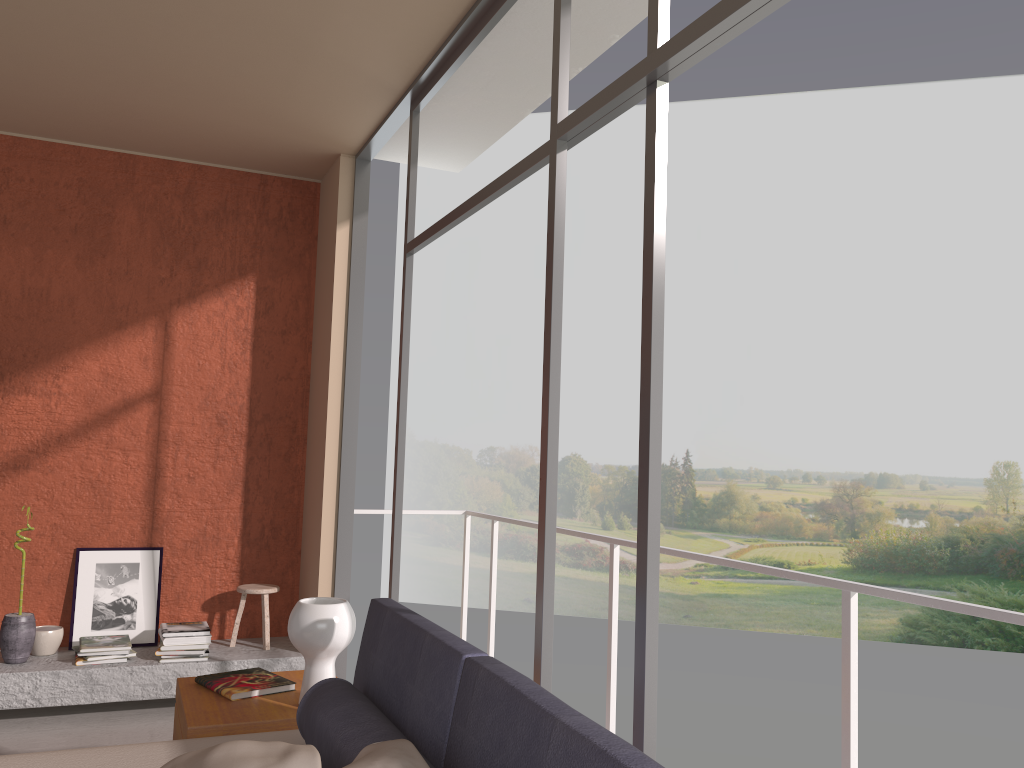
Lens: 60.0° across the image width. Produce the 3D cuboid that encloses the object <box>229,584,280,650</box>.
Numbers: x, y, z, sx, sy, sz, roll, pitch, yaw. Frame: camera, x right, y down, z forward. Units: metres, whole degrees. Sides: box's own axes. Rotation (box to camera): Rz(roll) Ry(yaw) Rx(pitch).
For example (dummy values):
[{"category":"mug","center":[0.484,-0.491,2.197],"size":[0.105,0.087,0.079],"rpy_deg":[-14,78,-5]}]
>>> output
[{"category":"object","center":[-1.478,1.359,5.180],"size":[0.260,0.349,0.257],"rpy_deg":[-2,-6,36]}]

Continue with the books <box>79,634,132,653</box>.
[{"category":"books","center":[-2.179,1.389,4.750],"size":[0.247,0.018,0.328],"rpy_deg":[4,-5,-26]}]

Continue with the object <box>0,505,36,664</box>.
[{"category":"object","center":[-2.558,1.039,4.628],"size":[0.165,0.810,0.165],"rpy_deg":[2,-5,0]}]

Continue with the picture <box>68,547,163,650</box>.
[{"category":"picture","center":[-2.246,1.213,5.048],"size":[0.458,0.550,0.117],"rpy_deg":[4,-5,-23]}]

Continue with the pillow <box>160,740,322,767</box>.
[{"category":"pillow","center":[-0.626,0.882,1.836],"size":[0.431,0.264,0.869],"rpy_deg":[3,-5,-15]}]

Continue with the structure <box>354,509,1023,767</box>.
[{"category":"structure","center":[0.914,0.998,1.709],"size":[0.728,1.005,7.689],"rpy_deg":[4,-5,-23]}]

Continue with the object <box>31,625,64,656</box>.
[{"category":"object","center":[-2.531,1.393,4.800],"size":[0.179,0.137,0.180],"rpy_deg":[3,-5,-11]}]

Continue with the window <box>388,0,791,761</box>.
[{"category":"window","center":[0.655,-0.020,1.458],"size":[0.075,3.133,6.106],"rpy_deg":[4,-5,-23]}]

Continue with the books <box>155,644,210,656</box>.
[{"category":"books","center":[-1.801,1.443,4.861],"size":[0.247,0.025,0.287],"rpy_deg":[3,-5,-12]}]

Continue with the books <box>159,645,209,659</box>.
[{"category":"books","center":[-1.808,1.466,4.883],"size":[0.247,0.018,0.287],"rpy_deg":[4,-5,-23]}]

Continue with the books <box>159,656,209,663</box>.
[{"category":"books","center":[-1.807,1.483,4.876],"size":[0.247,0.018,0.328],"rpy_deg":[4,-5,-22]}]

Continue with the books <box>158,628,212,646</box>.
[{"category":"books","center":[-1.803,1.384,4.885],"size":[0.247,0.038,0.319],"rpy_deg":[4,-5,-26]}]

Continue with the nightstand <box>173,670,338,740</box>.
[{"category":"nightstand","center":[-0.855,1.350,3.048],"size":[0.562,0.556,0.628],"rpy_deg":[4,-5,-23]}]

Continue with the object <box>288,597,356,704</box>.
[{"category":"object","center":[-0.641,0.899,2.974],"size":[0.224,0.338,0.224],"rpy_deg":[3,-5,-12]}]

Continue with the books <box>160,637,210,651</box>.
[{"category":"books","center":[-1.804,1.417,4.882],"size":[0.247,0.027,0.328],"rpy_deg":[4,-5,-22]}]

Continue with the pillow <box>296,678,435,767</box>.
[{"category":"pillow","center":[-0.238,0.901,1.910],"size":[0.205,0.201,1.470],"rpy_deg":[4,-5,-23]}]

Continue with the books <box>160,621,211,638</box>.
[{"category":"books","center":[-1.805,1.354,4.893],"size":[0.247,0.025,0.287],"rpy_deg":[4,-5,-23]}]

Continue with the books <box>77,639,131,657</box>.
[{"category":"books","center":[-2.177,1.410,4.744],"size":[0.247,0.025,0.287],"rpy_deg":[4,-5,-21]}]

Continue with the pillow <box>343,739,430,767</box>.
[{"category":"pillow","center":[-0.314,0.861,1.582],"size":[0.400,0.265,0.791],"rpy_deg":[4,-5,-20]}]

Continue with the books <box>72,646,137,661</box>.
[{"category":"books","center":[-2.186,1.433,4.755],"size":[0.247,0.018,0.328],"rpy_deg":[6,-6,-38]}]

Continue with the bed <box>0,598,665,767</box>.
[{"category":"bed","center":[-1.197,1.012,1.501],"size":[2.462,0.959,2.017],"rpy_deg":[4,-5,-23]}]

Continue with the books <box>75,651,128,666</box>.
[{"category":"books","center":[-2.196,1.454,4.740],"size":[0.247,0.025,0.287],"rpy_deg":[4,-5,-26]}]

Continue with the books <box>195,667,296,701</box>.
[{"category":"books","center":[-0.947,1.063,3.151],"size":[0.247,0.025,0.287],"rpy_deg":[6,-7,-42]}]
